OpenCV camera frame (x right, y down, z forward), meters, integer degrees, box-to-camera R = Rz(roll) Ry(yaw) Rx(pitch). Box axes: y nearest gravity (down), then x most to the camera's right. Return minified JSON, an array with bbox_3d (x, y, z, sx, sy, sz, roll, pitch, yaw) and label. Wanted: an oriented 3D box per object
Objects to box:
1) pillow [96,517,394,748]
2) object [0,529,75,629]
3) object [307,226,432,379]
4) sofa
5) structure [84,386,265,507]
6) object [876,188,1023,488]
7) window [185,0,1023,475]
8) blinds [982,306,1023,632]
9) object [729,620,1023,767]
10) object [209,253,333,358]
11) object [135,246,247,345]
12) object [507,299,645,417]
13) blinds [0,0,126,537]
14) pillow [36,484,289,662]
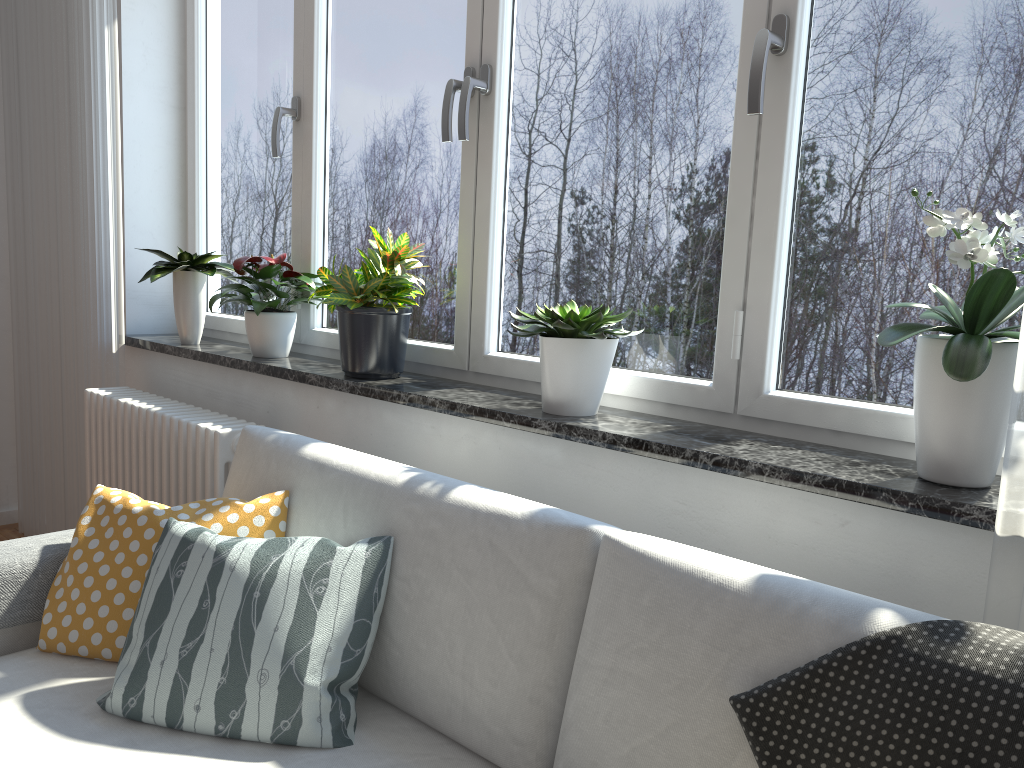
[{"bbox_3d":[-0.452,0.409,1.539,0.469,0.289,0.309,5,8,14],"label":"pillow"},{"bbox_3d":[-1.027,0.592,1.876,0.287,0.535,0.607,10,11,42],"label":"object"},{"bbox_3d":[-0.376,-0.213,2.293,0.299,0.385,0.333,-2,9,-31],"label":"object"},{"bbox_3d":[-0.129,0.661,1.165,2.458,0.845,1.003,10,10,42],"label":"sofa"},{"bbox_3d":[-1.014,0.369,2.705,0.971,0.625,0.224,10,11,42],"label":"structure"},{"bbox_3d":[0.713,-0.072,1.382,0.286,0.445,0.339,8,9,31],"label":"object"},{"bbox_3d":[-0.084,-0.750,2.155,3.015,1.514,0.151,10,11,42],"label":"window"},{"bbox_3d":[1.136,-0.255,0.674,1.290,2.894,0.055,10,11,42],"label":"blinds"},{"bbox_3d":[0.668,0.651,0.730,0.978,0.649,0.675,4,8,13],"label":"object"},{"bbox_3d":[-0.710,-0.236,2.644,0.380,0.309,0.370,5,8,17],"label":"object"},{"bbox_3d":[-1.036,-0.285,2.872,0.292,0.316,0.353,8,9,34],"label":"object"},{"bbox_3d":[0.124,-0.058,1.864,0.267,0.238,0.283,6,9,24],"label":"object"},{"bbox_3d":[-1.679,-0.730,3.276,1.036,2.894,0.055,10,11,42],"label":"blinds"},{"bbox_3d":[-0.685,0.369,1.775,0.464,0.318,0.312,4,8,11],"label":"pillow"}]
